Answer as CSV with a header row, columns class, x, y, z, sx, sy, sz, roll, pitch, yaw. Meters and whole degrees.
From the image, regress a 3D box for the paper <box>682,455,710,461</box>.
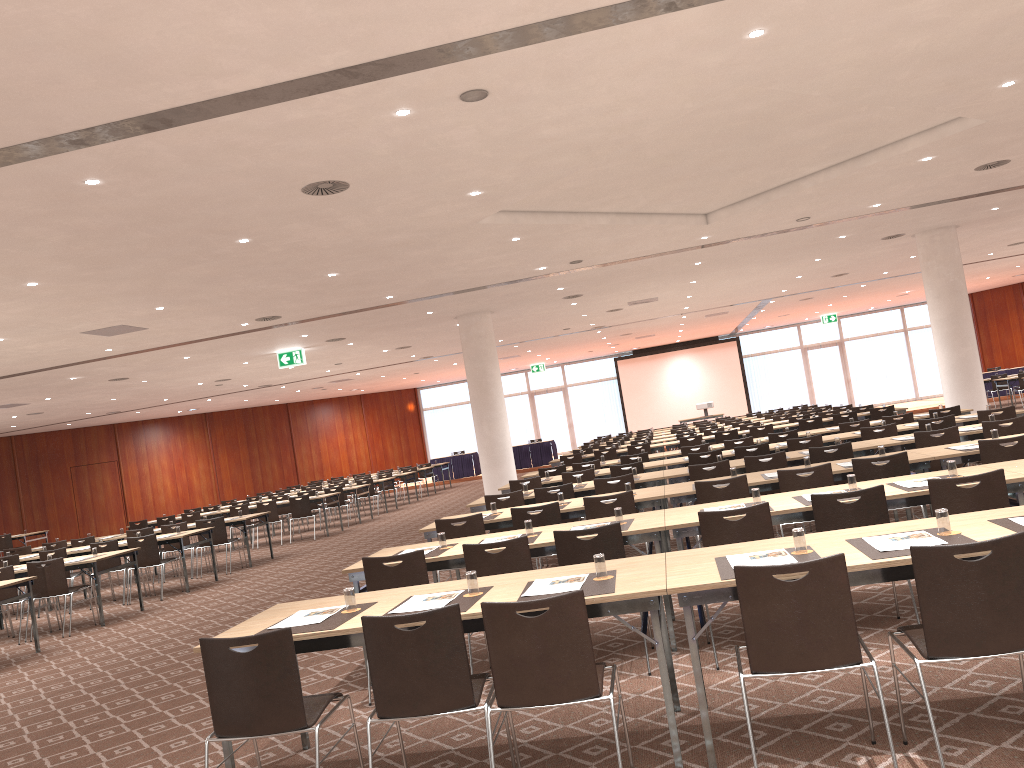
class,x,y,z,sx,sy,sz,roll,pitch,yaw
paper,2.554,0.990,12.001,0.460,0.003,0.565,-9,-3,6

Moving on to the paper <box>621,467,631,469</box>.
class,x,y,z,sx,sy,sz,roll,pitch,yaw
paper,1.544,1.160,12.250,0.284,0.006,0.398,-10,-3,9

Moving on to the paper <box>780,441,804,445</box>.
class,x,y,z,sx,sy,sz,roll,pitch,yaw
paper,3.747,0.790,11.873,0.284,0.006,0.398,-9,-3,9

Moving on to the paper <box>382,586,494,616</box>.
class,x,y,z,sx,sy,sz,roll,pitch,yaw
paper,-0.376,1.089,4.401,0.460,0.003,0.565,-10,-3,12

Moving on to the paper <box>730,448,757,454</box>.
class,x,y,z,sx,sy,sz,roll,pitch,yaw
paper,3.172,0.887,11.896,0.460,0.003,0.565,-10,-3,11

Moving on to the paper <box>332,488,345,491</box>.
class,x,y,z,sx,sy,sz,roll,pitch,yaw
paper,-4.021,2.462,20.788,0.284,0.006,0.398,-10,-3,9

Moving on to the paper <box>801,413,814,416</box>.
class,x,y,z,sx,sy,sz,roll,pitch,yaw
paper,6.967,0.718,20.901,0.460,0.003,0.565,-10,-3,11

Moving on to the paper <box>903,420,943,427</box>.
class,x,y,z,sx,sy,sz,roll,pitch,yaw
paper,5.408,0.513,11.554,0.460,0.003,0.565,-9,-3,8

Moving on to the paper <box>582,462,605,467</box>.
class,x,y,z,sx,sy,sz,roll,pitch,yaw
paper,1.280,1.304,14.264,0.460,0.003,0.565,-9,-3,8

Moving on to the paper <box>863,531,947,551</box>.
class,x,y,z,sx,sy,sz,roll,pitch,yaw
paper,1.803,0.722,4.091,0.284,0.006,0.398,-10,-3,10

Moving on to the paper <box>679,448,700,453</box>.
class,x,y,z,sx,sy,sz,roll,pitch,yaw
paper,2.870,1.036,13.987,0.460,0.003,0.565,-10,-3,13

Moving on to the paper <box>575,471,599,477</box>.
class,x,y,z,sx,sy,sz,roll,pitch,yaw
paper,0.975,1.256,12.285,0.460,0.003,0.565,-9,-3,9

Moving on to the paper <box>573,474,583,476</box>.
class,x,y,z,sx,sy,sz,roll,pitch,yaw
paper,0.899,1.268,12.361,0.284,0.006,0.398,-10,-3,10

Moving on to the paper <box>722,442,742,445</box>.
class,x,y,z,sx,sy,sz,roll,pitch,yaw
paper,3.462,0.937,13.966,0.284,0.006,0.398,-9,-3,8

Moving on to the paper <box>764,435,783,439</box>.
class,x,y,z,sx,sy,sz,roll,pitch,yaw
paper,4.093,0.831,13.864,0.284,0.006,0.398,-10,-3,10

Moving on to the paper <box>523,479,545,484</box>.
class,x,y,z,sx,sy,sz,roll,pitch,yaw
paper,0.307,1.368,12.466,0.284,0.006,0.398,-10,-3,12

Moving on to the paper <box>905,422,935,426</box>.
class,x,y,z,sx,sy,sz,roll,pitch,yaw
paper,5.337,0.524,11.612,0.284,0.006,0.398,-10,-3,10

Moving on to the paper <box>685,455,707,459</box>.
class,x,y,z,sx,sy,sz,roll,pitch,yaw
paper,2.508,0.998,12.093,0.283,0.006,0.398,-9,-3,7

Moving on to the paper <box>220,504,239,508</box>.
class,x,y,z,sx,sy,sz,roll,pitch,yaw
paper,-6.811,2.931,21.190,0.460,0.003,0.565,-9,-3,7

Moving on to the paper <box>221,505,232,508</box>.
class,x,y,z,sx,sy,sz,roll,pitch,yaw
paper,-6.834,2.934,21.266,0.283,0.006,0.398,-9,-3,6

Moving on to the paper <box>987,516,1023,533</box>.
class,x,y,z,sx,sy,sz,roll,pitch,yaw
paper,2.459,0.615,3.952,0.460,0.003,0.565,-10,-3,11

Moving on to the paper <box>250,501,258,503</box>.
class,x,y,z,sx,sy,sz,roll,pitch,yaw
paper,-6.216,2.831,21.156,0.284,0.006,0.398,-10,-3,9

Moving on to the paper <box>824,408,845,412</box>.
class,x,y,z,sx,sy,sz,roll,pitch,yaw
paper,7.618,0.609,20.795,0.460,0.003,0.565,-9,-3,8

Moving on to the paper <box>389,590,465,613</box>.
class,x,y,z,sx,sy,sz,roll,pitch,yaw
paper,-0.425,1.096,4.474,0.284,0.006,0.398,-10,-3,12

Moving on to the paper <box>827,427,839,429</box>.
class,x,y,z,sx,sy,sz,roll,pitch,yaw
paper,5.026,0.674,13.697,0.284,0.006,0.398,-10,-3,9

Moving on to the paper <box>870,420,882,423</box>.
class,x,y,z,sx,sy,sz,roll,pitch,yaw
paper,5.658,0.569,13.602,0.284,0.006,0.398,-10,-3,12

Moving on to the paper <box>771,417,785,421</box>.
class,x,y,z,sx,sy,sz,roll,pitch,yaw
paper,6.333,0.825,21.022,0.460,0.003,0.565,-9,-3,7

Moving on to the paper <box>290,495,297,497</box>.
class,x,y,z,sx,sy,sz,roll,pitch,yaw
paper,-5.234,2.666,21.003,0.284,0.006,0.398,-10,-3,9

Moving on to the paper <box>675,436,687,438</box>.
class,x,y,z,sx,sy,sz,roll,pitch,yaw
paper,3.746,1.161,19.515,0.283,0.006,0.398,-9,-3,8

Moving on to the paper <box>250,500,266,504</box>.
class,x,y,z,sx,sy,sz,roll,pitch,yaw
paper,-6.155,2.822,21.100,0.460,0.003,0.565,-10,-3,10

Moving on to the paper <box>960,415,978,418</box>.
class,x,y,z,sx,sy,sz,roll,pitch,yaw
paper,6.001,0.412,11.505,0.284,0.006,0.398,-10,-3,11

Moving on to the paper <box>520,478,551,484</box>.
class,x,y,z,sx,sy,sz,roll,pitch,yaw
paper,0.324,1.366,12.409,0.460,0.003,0.565,-9,-3,8

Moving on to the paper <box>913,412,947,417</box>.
class,x,y,z,sx,sy,sz,roll,pitch,yaw
paper,6.330,0.457,13.424,0.460,0.003,0.565,-10,-3,10

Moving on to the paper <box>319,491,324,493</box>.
class,x,y,z,sx,sy,sz,roll,pitch,yaw
paper,-4.585,2.557,20.809,0.460,0.003,0.565,-10,-3,10

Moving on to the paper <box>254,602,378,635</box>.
class,x,y,z,sx,sy,sz,roll,pitch,yaw
paper,-0.995,1.192,4.485,0.460,0.003,0.565,-10,-3,13

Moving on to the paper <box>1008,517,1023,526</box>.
class,x,y,z,sx,sy,sz,roll,pitch,yaw
paper,2.448,0.614,3.986,0.284,0.006,0.398,-10,-3,12

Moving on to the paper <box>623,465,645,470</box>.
class,x,y,z,sx,sy,sz,roll,pitch,yaw
paper,1.581,1.154,12.171,0.460,0.003,0.565,-9,-3,6

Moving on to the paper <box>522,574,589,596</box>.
class,x,y,z,sx,sy,sz,roll,pitch,yaw
paper,0.219,0.989,4.370,0.284,0.006,0.398,-10,-3,11

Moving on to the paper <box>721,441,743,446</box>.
class,x,y,z,sx,sy,sz,roll,pitch,yaw
paper,3.517,0.929,13.895,0.460,0.003,0.565,-9,-3,8

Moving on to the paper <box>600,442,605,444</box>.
class,x,y,z,sx,sy,sz,roll,pitch,yaw
paper,2.250,1.609,23.749,0.460,0.003,0.565,-10,-3,12

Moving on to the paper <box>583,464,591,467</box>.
class,x,y,z,sx,sy,sz,roll,pitch,yaw
paper,1.268,1.304,14.313,0.284,0.006,0.398,-10,-3,10

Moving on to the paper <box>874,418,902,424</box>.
class,x,y,z,sx,sy,sz,roll,pitch,yaw
paper,5.715,0.559,13.497,0.460,0.003,0.565,-10,-3,13

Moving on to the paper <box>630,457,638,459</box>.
class,x,y,z,sx,sy,sz,roll,pitch,yaw
paper,1.893,1.199,14.214,0.284,0.006,0.398,-10,-3,9

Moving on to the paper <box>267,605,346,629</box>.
class,x,y,z,sx,sy,sz,roll,pitch,yaw
paper,-1.048,1.201,4.581,0.284,0.006,0.398,-10,-3,10

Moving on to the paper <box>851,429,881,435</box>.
class,x,y,z,sx,sy,sz,roll,pitch,yaw
paper,4.754,0.622,11.635,0.460,0.003,0.565,-9,-3,8

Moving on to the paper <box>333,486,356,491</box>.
class,x,y,z,sx,sy,sz,roll,pitch,yaw
paper,-3.950,2.451,20.708,0.460,0.003,0.565,-10,-3,12

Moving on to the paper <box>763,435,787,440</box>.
class,x,y,z,sx,sy,sz,roll,pitch,yaw
paper,4.156,0.820,13.764,0.460,0.003,0.565,-10,-3,11

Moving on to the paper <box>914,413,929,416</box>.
class,x,y,z,sx,sy,sz,roll,pitch,yaw
paper,6.299,0.460,13.465,0.283,0.006,0.398,-9,-3,7

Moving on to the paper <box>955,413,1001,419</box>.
class,x,y,z,sx,sy,sz,roll,pitch,yaw
paper,5.995,0.413,11.413,0.460,0.003,0.565,-10,-3,10

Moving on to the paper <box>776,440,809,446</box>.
class,x,y,z,sx,sy,sz,roll,pitch,yaw
paper,3.793,0.784,11.813,0.460,0.003,0.565,-9,-3,9

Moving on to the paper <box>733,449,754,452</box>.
class,x,y,z,sx,sy,sz,roll,pitch,yaw
paper,3.135,0.893,11.992,0.284,0.006,0.398,-10,-3,13

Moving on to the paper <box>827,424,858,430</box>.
class,x,y,z,sx,sy,sz,roll,pitch,yaw
paper,5.093,0.664,13.622,0.460,0.003,0.565,-10,-3,10

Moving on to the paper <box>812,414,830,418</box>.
class,x,y,z,sx,sy,sz,roll,pitch,yaw
paper,6.632,0.676,18.934,0.460,0.003,0.565,-10,-3,9

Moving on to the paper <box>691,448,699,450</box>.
class,x,y,z,sx,sy,sz,roll,pitch,yaw
paper,2.826,1.043,14.059,0.284,0.006,0.398,-10,-3,9

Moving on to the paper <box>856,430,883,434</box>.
class,x,y,z,sx,sy,sz,roll,pitch,yaw
paper,4.699,0.630,11.699,0.284,0.006,0.398,-10,-3,11

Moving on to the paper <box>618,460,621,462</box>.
class,x,y,z,sx,sy,sz,roll,pitch,yaw
paper,1.917,1.196,14.146,0.460,0.003,0.565,-9,-3,7

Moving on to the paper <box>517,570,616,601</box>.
class,x,y,z,sx,sy,sz,roll,pitch,yaw
paper,0.272,0.980,4.282,0.460,0.003,0.565,-9,-3,7
